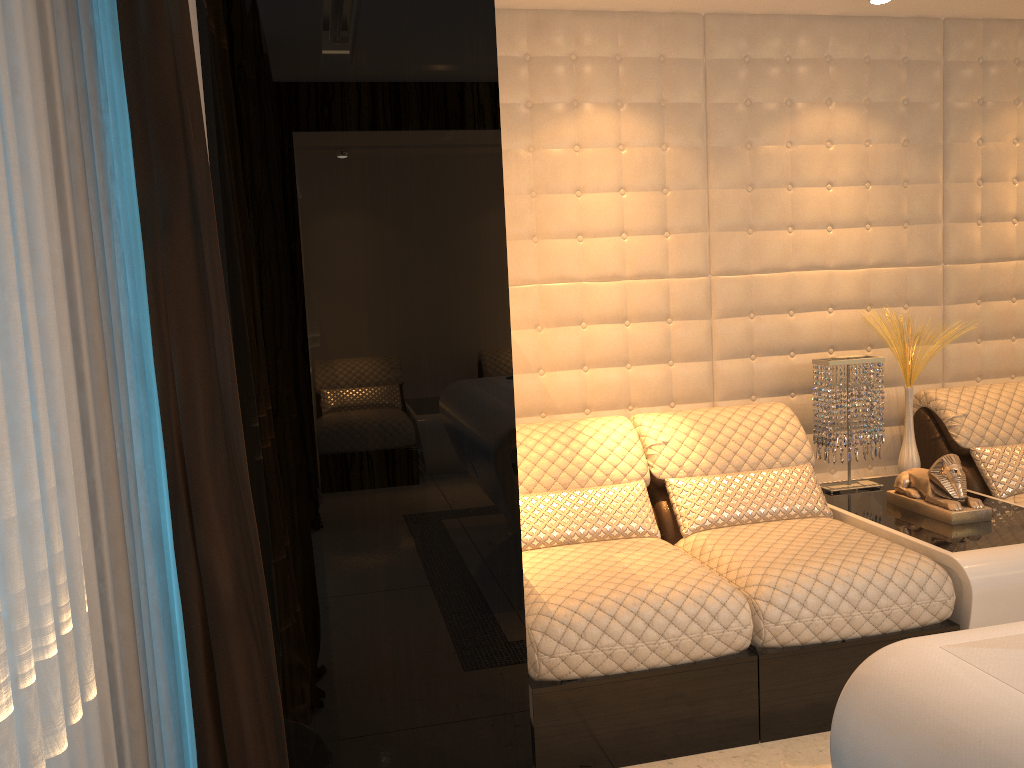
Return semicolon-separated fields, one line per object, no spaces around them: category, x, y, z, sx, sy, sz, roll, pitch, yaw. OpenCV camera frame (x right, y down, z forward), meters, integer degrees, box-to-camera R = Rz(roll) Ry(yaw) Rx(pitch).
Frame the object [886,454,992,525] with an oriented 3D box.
object;1.487;0.339;3.105;0.155;0.217;0.344;-4;6;-12

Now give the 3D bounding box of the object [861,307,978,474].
object;1.611;0.045;3.490;0.390;0.718;0.388;-5;7;-21

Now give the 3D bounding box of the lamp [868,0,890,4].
lamp;1.335;-1.444;3.208;0.107;0.127;0.107;-7;7;-31

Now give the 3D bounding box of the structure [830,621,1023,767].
structure;2.031;0.715;0.765;2.912;0.812;1.659;-4;6;-12

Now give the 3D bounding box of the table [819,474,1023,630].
table;1.496;0.667;3.201;0.608;0.457;1.143;-4;6;-12

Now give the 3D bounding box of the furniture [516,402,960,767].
furniture;0.558;0.557;2.981;1.312;0.810;1.107;-4;6;-12

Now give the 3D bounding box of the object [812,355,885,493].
object;1.324;0.152;3.488;0.247;0.522;0.124;-4;6;-12

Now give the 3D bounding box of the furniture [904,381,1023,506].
furniture;2.415;0.420;3.392;1.312;0.810;1.107;-4;6;-12
